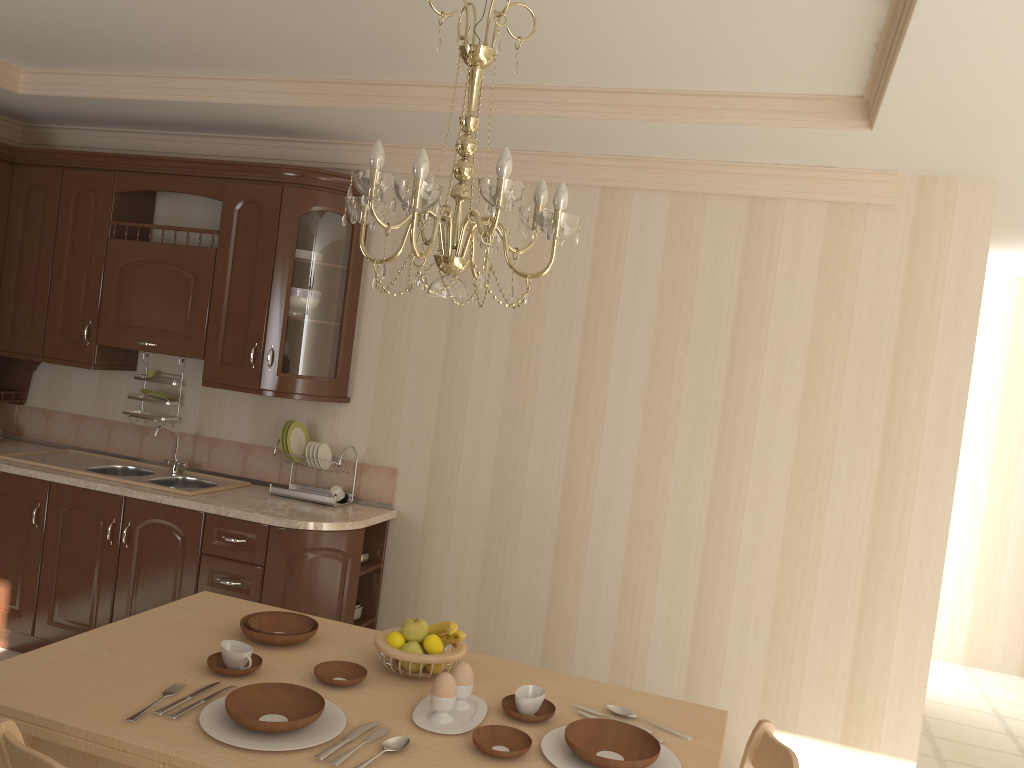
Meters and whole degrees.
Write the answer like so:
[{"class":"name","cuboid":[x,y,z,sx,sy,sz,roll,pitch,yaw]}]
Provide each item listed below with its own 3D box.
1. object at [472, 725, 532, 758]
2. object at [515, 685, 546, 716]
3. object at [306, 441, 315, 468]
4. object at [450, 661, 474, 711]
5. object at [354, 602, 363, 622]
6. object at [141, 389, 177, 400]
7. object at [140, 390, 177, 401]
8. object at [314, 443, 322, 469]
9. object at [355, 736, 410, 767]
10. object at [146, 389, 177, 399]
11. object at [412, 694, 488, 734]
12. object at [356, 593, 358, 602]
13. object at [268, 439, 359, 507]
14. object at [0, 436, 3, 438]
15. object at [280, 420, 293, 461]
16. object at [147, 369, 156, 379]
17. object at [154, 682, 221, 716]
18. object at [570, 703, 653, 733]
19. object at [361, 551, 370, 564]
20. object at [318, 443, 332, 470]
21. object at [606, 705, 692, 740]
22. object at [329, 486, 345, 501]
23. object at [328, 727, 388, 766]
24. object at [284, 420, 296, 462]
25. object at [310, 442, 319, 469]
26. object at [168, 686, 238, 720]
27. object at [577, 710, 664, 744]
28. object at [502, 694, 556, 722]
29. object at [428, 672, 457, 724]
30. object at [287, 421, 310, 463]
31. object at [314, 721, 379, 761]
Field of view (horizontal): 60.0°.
[{"class":"object","cuboid":[-0.022,0.755,1.862,0.127,0.026,0.126,7,2,8]},{"class":"object","cuboid":[0.043,0.741,2.064,0.063,0.055,0.119,8,2,31]},{"class":"object","cuboid":[-0.916,0.324,4.074,0.034,0.119,0.123,8,2,17]},{"class":"object","cuboid":[-0.119,0.697,2.061,0.058,0.104,0.058,7,2,-5]},{"class":"object","cuboid":[-0.783,1.015,3.992,0.208,0.077,0.145,8,2,28]},{"class":"object","cuboid":[-1.740,0.054,4.370,0.174,0.051,0.167,8,2,17]},{"class":"object","cuboid":[-1.741,0.056,4.369,0.174,0.051,0.167,8,2,17]},{"class":"object","cuboid":[-0.876,0.330,4.061,0.034,0.119,0.123,8,2,17]},{"class":"object","cuboid":[-0.268,0.736,1.748,0.047,0.011,0.219,8,2,26]},{"class":"object","cuboid":[-1.740,0.051,4.370,0.174,0.051,0.167,8,2,17]},{"class":"object","cuboid":[-0.140,0.746,2.015,0.157,0.005,0.245,8,2,14]},{"class":"object","cuboid":[-0.776,0.957,3.990,0.152,0.057,0.106,8,2,28]},{"class":"object","cuboid":[-0.907,0.393,4.070,0.359,0.275,0.172,8,2,18]},{"class":"object","cuboid":[-2.739,0.264,4.387,0.199,0.060,0.364,8,2,17]},{"class":"object","cuboid":[-1.021,0.262,4.109,0.047,0.188,0.193,8,2,18]},{"class":"object","cuboid":[-1.799,-0.050,4.427,0.044,0.051,0.049,7,2,-15]},{"class":"object","cuboid":[-0.699,0.678,1.920,0.018,0.008,0.212,8,2,16]},{"class":"object","cuboid":[0.233,0.791,2.104,0.216,0.004,0.022,8,2,32]},{"class":"object","cuboid":[-0.712,0.783,4.032,0.120,0.045,0.084,8,2,28]},{"class":"object","cuboid":[-0.856,0.332,4.054,0.034,0.119,0.123,8,2,17]},{"class":"object","cuboid":[0.321,0.800,2.098,0.219,0.011,0.047,8,2,33]},{"class":"object","cuboid":[-0.803,0.504,4.080,0.073,0.072,0.085,7,2,-19]},{"class":"object","cuboid":[-0.304,0.733,1.801,0.022,0.004,0.216,8,2,22]},{"class":"object","cuboid":[-1.004,0.264,4.103,0.047,0.188,0.193,8,2,18]},{"class":"object","cuboid":[-0.896,0.327,4.067,0.034,0.119,0.123,8,2,19]},{"class":"object","cuboid":[-0.662,0.683,1.912,0.022,0.008,0.218,8,2,19]},{"class":"object","cuboid":[0.246,0.793,2.053,0.221,0.008,0.023,8,2,32]},{"class":"object","cuboid":[0.037,0.757,2.058,0.127,0.026,0.126,7,2,8]},{"class":"object","cuboid":[-0.153,0.695,1.978,0.058,0.104,0.058,7,2,-5]},{"class":"object","cuboid":[-0.987,0.267,4.097,0.047,0.188,0.193,8,2,18]},{"class":"object","cuboid":[-0.336,0.727,1.816,0.023,0.008,0.221,8,2,22]}]
